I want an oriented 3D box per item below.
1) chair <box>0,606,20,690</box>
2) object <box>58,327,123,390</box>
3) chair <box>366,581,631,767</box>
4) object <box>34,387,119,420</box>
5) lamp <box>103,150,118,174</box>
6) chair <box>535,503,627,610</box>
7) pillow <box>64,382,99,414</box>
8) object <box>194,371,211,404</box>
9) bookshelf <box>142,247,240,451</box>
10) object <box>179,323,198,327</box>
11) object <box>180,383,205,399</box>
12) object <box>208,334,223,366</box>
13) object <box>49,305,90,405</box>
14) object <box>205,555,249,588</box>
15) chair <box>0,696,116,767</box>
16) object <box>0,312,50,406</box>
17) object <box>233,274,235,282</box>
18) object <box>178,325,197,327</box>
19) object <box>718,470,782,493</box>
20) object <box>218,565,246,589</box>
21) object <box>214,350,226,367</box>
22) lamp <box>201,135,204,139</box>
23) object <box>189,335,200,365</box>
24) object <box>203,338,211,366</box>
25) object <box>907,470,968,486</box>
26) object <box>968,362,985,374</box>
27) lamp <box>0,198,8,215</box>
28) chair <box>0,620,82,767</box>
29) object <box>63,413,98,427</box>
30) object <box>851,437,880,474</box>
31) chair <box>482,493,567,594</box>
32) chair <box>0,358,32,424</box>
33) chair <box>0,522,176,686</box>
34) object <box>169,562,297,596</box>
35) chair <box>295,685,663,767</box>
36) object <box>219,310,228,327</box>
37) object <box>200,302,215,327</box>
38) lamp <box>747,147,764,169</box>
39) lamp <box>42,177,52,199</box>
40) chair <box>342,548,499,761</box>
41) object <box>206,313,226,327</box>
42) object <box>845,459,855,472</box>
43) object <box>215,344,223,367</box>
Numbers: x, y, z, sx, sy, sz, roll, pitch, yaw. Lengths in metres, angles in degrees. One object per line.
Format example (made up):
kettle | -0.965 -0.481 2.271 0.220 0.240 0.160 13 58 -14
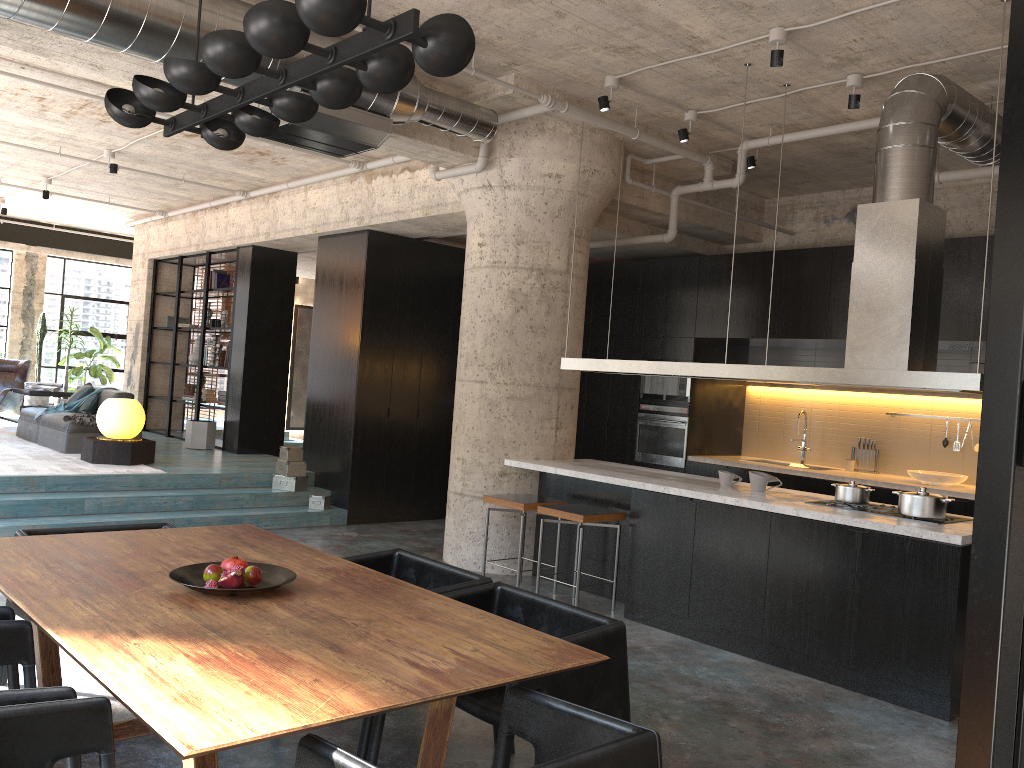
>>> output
chair | -2.095 1.032 3.022 0.754 0.738 0.707 4 0 -37
object | -7.113 -0.190 14.975 0.921 1.543 0.817 4 0 17
chair | -0.026 1.185 3.260 0.754 0.738 0.707 4 0 -42
object | -5.135 0.240 10.622 0.985 0.438 0.444 4 0 -16
lamp | -4.156 -2.299 9.174 0.107 0.215 0.141 4 0 30
chair | 0.475 1.243 6.342 0.450 0.698 0.450 4 0 -42
pillow | -5.156 0.177 10.593 0.320 0.393 0.670 4 0 -36
object | -4.232 0.047 12.083 0.218 0.433 0.218 4 0 40
bookshelf | -4.239 -0.491 12.374 0.628 2.571 2.900 4 0 -42
object | -4.637 -0.844 12.696 0.227 0.024 0.166 4 0 27
object | -4.647 0.116 12.978 0.284 0.231 0.335 4 0 -42
object | -4.159 -0.470 12.416 0.191 0.447 0.192 4 0 5
object | -7.225 -0.360 14.368 0.523 1.863 0.629 4 0 16
object | -1.012 0.670 3.170 0.100 0.097 0.219 4 0 1
chair | -1.021 1.111 1.789 0.754 0.738 0.707 4 0 -42
object | -8.213 -0.355 14.086 0.971 1.708 1.641 4 0 23
object | -3.472 -1.329 11.742 0.430 0.217 0.434 4 0 -39
object | -4.649 -0.816 12.695 0.243 0.034 0.179 4 0 26
object | 1.618 0.659 6.073 0.188 0.133 0.437 4 0 -42
object | -0.980 0.678 3.105 0.088 0.082 0.110 4 0 -2
object | -4.019 -0.350 12.286 0.189 0.230 0.190 4 0 3
lamp | -2.611 -2.185 7.458 0.107 0.215 0.141 4 0 30
object | -4.559 -0.494 12.909 0.265 0.432 0.265 4 0 2
object | -4.361 -0.460 12.681 0.062 0.395 0.121 4 0 -40
object | 3.765 0.839 7.859 0.490 0.093 0.490 4 0 45
object | 4.193 -0.074 7.760 0.462 0.240 0.334 4 0 45
lamp | -7.240 -2.521 12.587 0.143 0.223 0.107 4 0 -29
chair | -1.566 1.071 2.362 0.754 0.738 0.707 4 0 -37
object | -4.721 0.405 9.796 0.429 0.185 0.433 4 0 44
object | 3.447 0.694 8.653 0.291 0.336 0.060 4 0 42
chair | 0.075 1.214 6.711 0.450 0.698 0.450 4 0 -42
chair | -7.091 0.105 12.147 0.820 0.940 0.975 4 0 -2
chair | -1.844 1.051 4.043 0.707 0.738 0.754 4 0 -42
object | -0.991 0.685 3.159 0.435 0.079 0.435 4 0 -6
chair | -0.079 1.181 2.104 0.707 0.738 0.754 4 0 -42
object | -4.034 -0.893 12.359 0.131 0.280 0.252 4 0 -34
object | -4.330 -0.971 12.642 0.178 0.394 0.180 4 0 42
lamp | 2.082 -1.960 7.596 0.145 0.236 0.107 4 0 31
lamp | -5.708 -2.394 10.881 0.107 0.252 0.144 4 0 -10
chair | -0.512 1.150 3.809 0.754 0.738 0.707 4 0 -42
object | -3.951 -0.849 11.901 0.200 0.200 0.409 4 0 -32
object | 3.297 0.792 8.658 0.092 0.117 0.092 4 0 -3
object | -3.911 -0.381 11.828 0.099 0.301 0.099 4 0 42
